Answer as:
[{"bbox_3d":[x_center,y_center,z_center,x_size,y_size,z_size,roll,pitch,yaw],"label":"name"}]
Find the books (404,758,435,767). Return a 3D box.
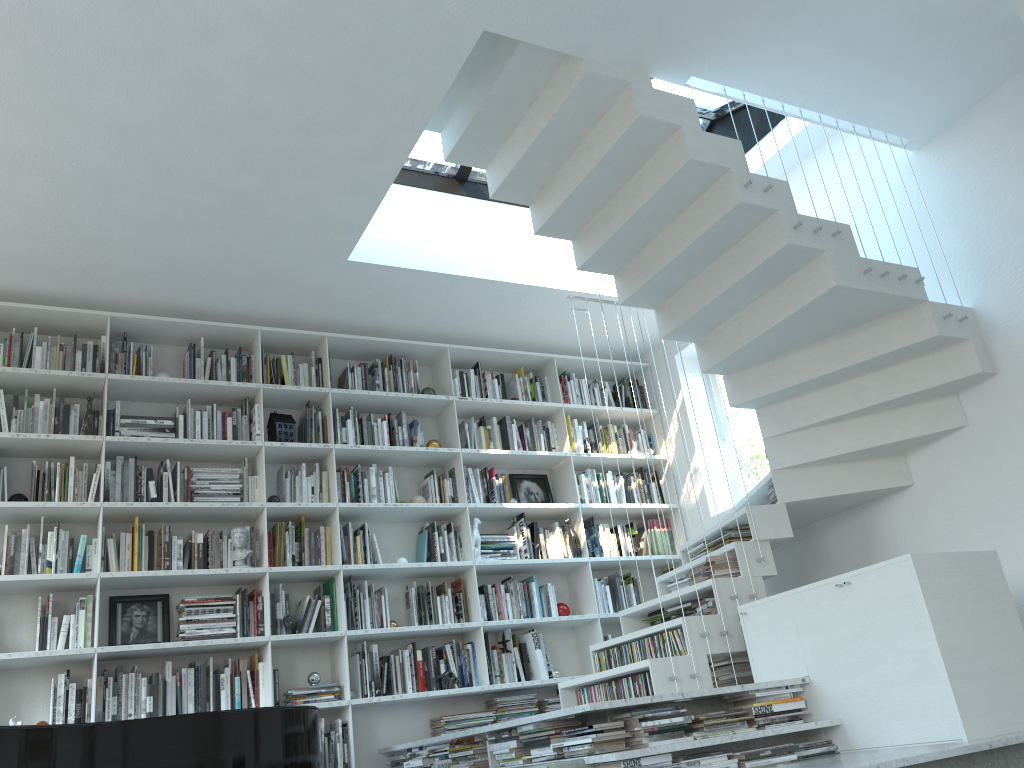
[{"bbox_3d":[-0.440,2.003,4.705,0.189,0.029,0.238,6,-26,-31],"label":"books"}]

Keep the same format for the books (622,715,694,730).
[{"bbox_3d":[0.557,1.314,3.437,0.230,0.015,0.190,2,-25,-23],"label":"books"}]

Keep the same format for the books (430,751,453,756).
[{"bbox_3d":[-0.292,1.858,4.478,0.167,0.008,0.235,5,-26,-29],"label":"books"}]

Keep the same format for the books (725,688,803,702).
[{"bbox_3d":[1.058,1.308,3.729,0.286,0.013,0.181,7,-27,-32],"label":"books"}]

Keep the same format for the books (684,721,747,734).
[{"bbox_3d":[0.803,1.381,3.563,0.214,0.015,0.177,4,-25,-27],"label":"books"}]

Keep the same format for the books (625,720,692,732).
[{"bbox_3d":[0.549,1.334,3.450,0.260,0.009,0.153,3,-25,-25],"label":"books"}]

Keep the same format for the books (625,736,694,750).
[{"bbox_3d":[0.561,1.386,3.420,0.216,0.015,0.178,5,-26,-30],"label":"books"}]

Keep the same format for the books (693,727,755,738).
[{"bbox_3d":[0.808,1.402,3.550,0.287,0.005,0.166,2,-25,-23],"label":"books"}]

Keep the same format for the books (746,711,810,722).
[{"bbox_3d":[1.071,1.391,3.695,0.281,0.008,0.182,2,-25,-23],"label":"books"}]

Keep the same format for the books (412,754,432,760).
[{"bbox_3d":[-0.428,1.979,4.723,0.143,0.012,0.265,2,-25,-23],"label":"books"}]

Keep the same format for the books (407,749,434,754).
[{"bbox_3d":[-0.431,1.954,4.734,0.159,0.007,0.286,5,-26,-29],"label":"books"}]

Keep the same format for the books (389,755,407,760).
[{"bbox_3d":[-0.565,2.078,4.962,0.159,0.011,0.247,6,-26,-31],"label":"books"}]

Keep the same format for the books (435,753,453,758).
[{"bbox_3d":[-0.284,1.868,4.477,0.144,0.013,0.221,3,-25,-25],"label":"books"}]

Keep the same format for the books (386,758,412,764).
[{"bbox_3d":[-0.571,2.097,4.949,0.171,0.015,0.253,7,-27,-32],"label":"books"}]

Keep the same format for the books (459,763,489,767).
[{"bbox_3d":[-0.163,1.814,4.211,0.182,0.011,0.254,2,-25,-24],"label":"books"}]

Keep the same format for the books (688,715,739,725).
[{"bbox_3d":[0.796,1.360,3.579,0.179,0.010,0.160,3,-25,-26],"label":"books"}]

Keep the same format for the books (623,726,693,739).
[{"bbox_3d":[0.558,1.350,3.431,0.215,0.013,0.190,5,-26,-29],"label":"books"}]

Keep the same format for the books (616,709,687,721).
[{"bbox_3d":[0.545,1.294,3.462,0.228,0.009,0.159,6,-27,-32],"label":"books"}]

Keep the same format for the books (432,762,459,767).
[{"bbox_3d":[-0.288,1.912,4.453,0.164,0.023,0.243,2,-25,-24],"label":"books"}]

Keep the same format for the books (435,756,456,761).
[{"bbox_3d":[-0.279,1.880,4.474,0.150,0.013,0.216,4,-26,-28],"label":"books"}]

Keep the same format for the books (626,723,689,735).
[{"bbox_3d":[0.551,1.342,3.444,0.210,0.012,0.169,4,-25,-27],"label":"books"}]

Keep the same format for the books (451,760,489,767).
[{"bbox_3d":[-0.159,1.803,4.219,0.178,0.014,0.248,5,-26,-30],"label":"books"}]

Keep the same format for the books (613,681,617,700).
[{"bbox_3d":[0.563,1.528,4.387,0.125,0.125,0.010,4,-25,-28],"label":"books"}]

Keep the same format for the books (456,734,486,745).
[{"bbox_3d":[-0.163,1.707,4.265,0.139,0.028,0.263,2,-25,-23],"label":"books"}]

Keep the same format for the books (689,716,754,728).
[{"bbox_3d":[0.808,1.362,3.556,0.273,0.014,0.188,7,-27,-32],"label":"books"}]

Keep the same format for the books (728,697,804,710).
[{"bbox_3d":[1.062,1.343,3.719,0.261,0.012,0.180,2,-25,-24],"label":"books"}]

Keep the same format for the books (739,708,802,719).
[{"bbox_3d":[1.060,1.389,3.716,0.268,0.014,0.160,5,-26,-29],"label":"books"}]

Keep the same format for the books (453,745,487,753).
[{"bbox_3d":[-0.164,1.745,4.245,0.161,0.012,0.255,2,-25,-24],"label":"books"}]

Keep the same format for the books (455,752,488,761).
[{"bbox_3d":[-0.155,1.774,4.236,0.159,0.018,0.203,5,-26,-30],"label":"books"}]

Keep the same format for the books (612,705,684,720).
[{"bbox_3d":[0.534,1.291,3.483,0.261,0.016,0.129,5,-26,-29],"label":"books"}]

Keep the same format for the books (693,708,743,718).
[{"bbox_3d":[0.798,1.333,3.578,0.203,0.011,0.174,7,-27,-32],"label":"books"}]

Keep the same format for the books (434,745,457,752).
[{"bbox_3d":[-0.290,1.840,4.488,0.149,0.013,0.221,3,-25,-25],"label":"books"}]

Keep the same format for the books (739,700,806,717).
[{"bbox_3d":[1.061,1.365,3.717,0.284,0.030,0.177,4,-25,-27],"label":"books"}]

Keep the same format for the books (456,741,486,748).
[{"bbox_3d":[-0.150,1.726,4.262,0.128,0.013,0.297,5,-26,-30],"label":"books"}]

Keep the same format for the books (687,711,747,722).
[{"bbox_3d":[0.797,1.347,3.579,0.246,0.013,0.173,5,-26,-29],"label":"books"}]

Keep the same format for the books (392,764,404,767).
[{"bbox_3d":[-0.550,2.119,4.951,0.145,0.008,0.299,5,-26,-29],"label":"books"}]

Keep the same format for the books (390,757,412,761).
[{"bbox_3d":[-0.564,2.087,4.958,0.167,0.008,0.235,5,-26,-29],"label":"books"}]

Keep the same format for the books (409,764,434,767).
[{"bbox_3d":[-0.425,2.021,4.704,0.163,0.008,0.296,5,-26,-30],"label":"books"}]

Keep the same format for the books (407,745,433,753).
[{"bbox_3d":[-0.443,1.941,4.734,0.171,0.020,0.194,7,-27,-32],"label":"books"}]

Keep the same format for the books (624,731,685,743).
[{"bbox_3d":[0.549,1.370,3.445,0.207,0.012,0.132,6,-27,-32],"label":"books"}]

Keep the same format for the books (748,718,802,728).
[{"bbox_3d":[1.065,1.420,3.702,0.259,0.009,0.153,6,-26,-31],"label":"books"}]

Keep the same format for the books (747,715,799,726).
[{"bbox_3d":[1.061,1.412,3.711,0.262,0.016,0.132,7,-27,-32],"label":"books"}]

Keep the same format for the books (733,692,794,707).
[{"bbox_3d":[1.056,1.329,3.731,0.192,0.024,0.168,2,-25,-23],"label":"books"}]

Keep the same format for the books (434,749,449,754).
[{"bbox_3d":[-0.288,1.850,4.484,0.160,0.010,0.180,4,-26,-28],"label":"books"}]

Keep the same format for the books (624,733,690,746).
[{"bbox_3d":[0.553,1.379,3.436,0.227,0.012,0.149,5,-26,-30],"label":"books"}]

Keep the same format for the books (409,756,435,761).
[{"bbox_3d":[-0.432,1.987,4.717,0.171,0.007,0.207,3,-25,-26],"label":"books"}]

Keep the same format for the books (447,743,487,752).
[{"bbox_3d":[-0.171,1.735,4.246,0.187,0.009,0.262,5,-26,-29],"label":"books"}]

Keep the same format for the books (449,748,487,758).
[{"bbox_3d":[-0.165,1.758,4.238,0.179,0.017,0.294,4,-25,-27],"label":"books"}]

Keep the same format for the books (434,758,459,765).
[{"bbox_3d":[-0.281,1.894,4.466,0.154,0.018,0.221,5,-26,-29],"label":"books"}]

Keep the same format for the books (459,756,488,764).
[{"bbox_3d":[-0.142,1.791,4.235,0.138,0.017,0.238,5,-26,-29],"label":"books"}]

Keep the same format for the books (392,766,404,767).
[{"bbox_3d":[-0.556,2.126,4.944,0.156,0.009,0.288,5,-26,-30],"label":"books"}]

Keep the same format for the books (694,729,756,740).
[{"bbox_3d":[0.809,1.407,3.548,0.291,0.007,0.175,3,-25,-25],"label":"books"}]

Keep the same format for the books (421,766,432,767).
[{"bbox_3d":[-0.420,2.029,4.703,0.152,0.009,0.260,6,-26,-31],"label":"books"}]

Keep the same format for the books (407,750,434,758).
[{"bbox_3d":[-0.431,1.965,4.729,0.163,0.018,0.291,5,-26,-29],"label":"books"}]

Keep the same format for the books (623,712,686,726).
[{"bbox_3d":[0.543,1.310,3.464,0.221,0.018,0.155,4,-25,-27],"label":"books"}]

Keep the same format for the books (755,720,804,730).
[{"bbox_3d":[1.071,1.426,3.691,0.220,0.011,0.178,5,-26,-30],"label":"books"}]

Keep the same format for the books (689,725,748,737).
[{"bbox_3d":[0.798,1.401,3.570,0.294,0.014,0.134,6,-26,-31],"label":"books"}]

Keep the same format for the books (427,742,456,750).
[{"bbox_3d":[-0.303,1.826,4.487,0.165,0.015,0.244,7,-27,-32],"label":"books"}]
